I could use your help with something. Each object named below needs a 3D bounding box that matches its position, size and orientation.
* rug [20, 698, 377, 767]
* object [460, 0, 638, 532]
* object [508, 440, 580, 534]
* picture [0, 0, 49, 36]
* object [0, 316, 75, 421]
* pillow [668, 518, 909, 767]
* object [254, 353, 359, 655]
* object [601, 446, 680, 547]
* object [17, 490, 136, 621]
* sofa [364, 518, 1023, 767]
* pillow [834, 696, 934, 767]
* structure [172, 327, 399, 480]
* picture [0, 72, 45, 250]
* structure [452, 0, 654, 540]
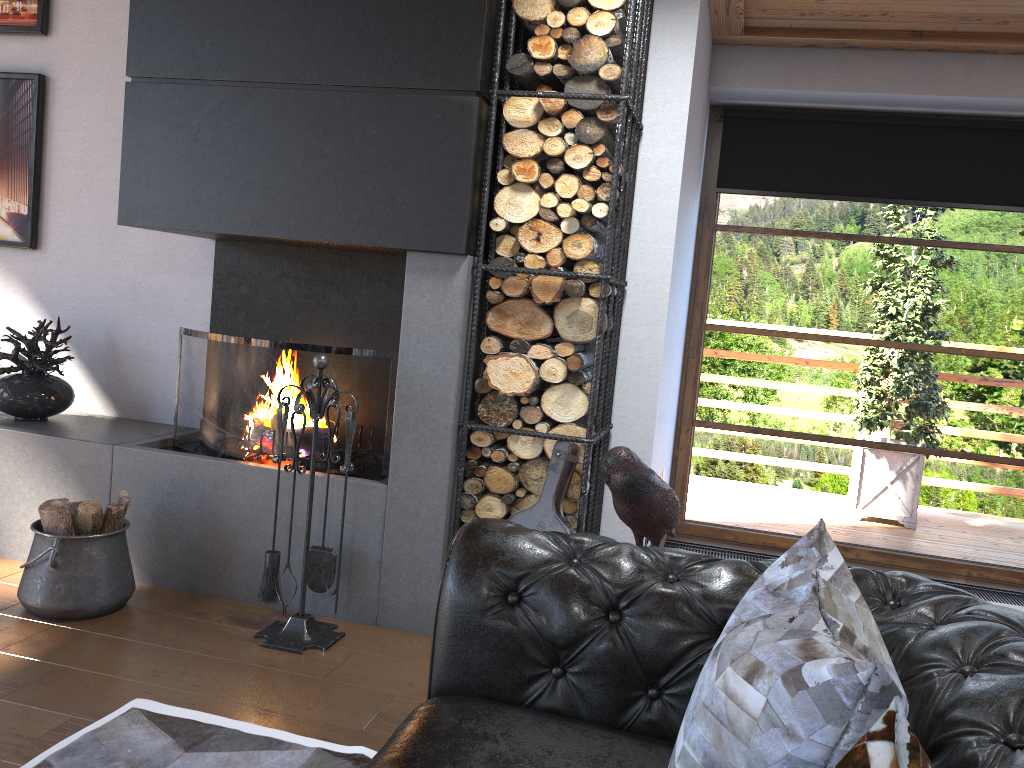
[{"bbox_3d":[-0.461,1.165,0.349,2.419,0.053,4.070,7,6,14],"label":"rug"},{"bbox_3d":[0.154,-0.351,3.395,0.491,2.608,0.469,6,5,13],"label":"object"},{"bbox_3d":[0.086,0.587,3.135,0.268,0.794,0.263,5,5,-3],"label":"object"},{"bbox_3d":[-2.559,-2.076,4.180,0.875,0.815,0.036,7,5,13],"label":"picture"},{"bbox_3d":[-2.109,-0.073,3.908,0.338,0.454,0.337,9,6,39],"label":"object"},{"bbox_3d":[0.354,0.455,1.170,0.281,0.468,0.532,7,5,16],"label":"pillow"},{"bbox_3d":[-0.706,0.398,3.106,0.311,1.016,0.305,3,5,-31],"label":"object"},{"bbox_3d":[0.334,0.319,2.260,0.251,0.318,0.148,2,6,-36],"label":"object"},{"bbox_3d":[-1.572,0.604,3.225,0.380,0.430,0.388,9,6,39],"label":"object"},{"bbox_3d":[0.158,0.791,0.735,1.233,0.837,2.581,7,5,13],"label":"sofa"},{"bbox_3d":[0.186,0.502,0.509,0.281,0.468,0.532,7,5,16],"label":"pillow"},{"bbox_3d":[-0.959,0.078,3.533,0.978,0.514,0.184,7,5,13],"label":"structure"},{"bbox_3d":[-2.650,-1.090,4.258,0.875,0.815,0.036,7,5,13],"label":"picture"},{"bbox_3d":[0.158,-0.356,3.384,0.499,2.613,0.515,6,5,13],"label":"structure"}]
